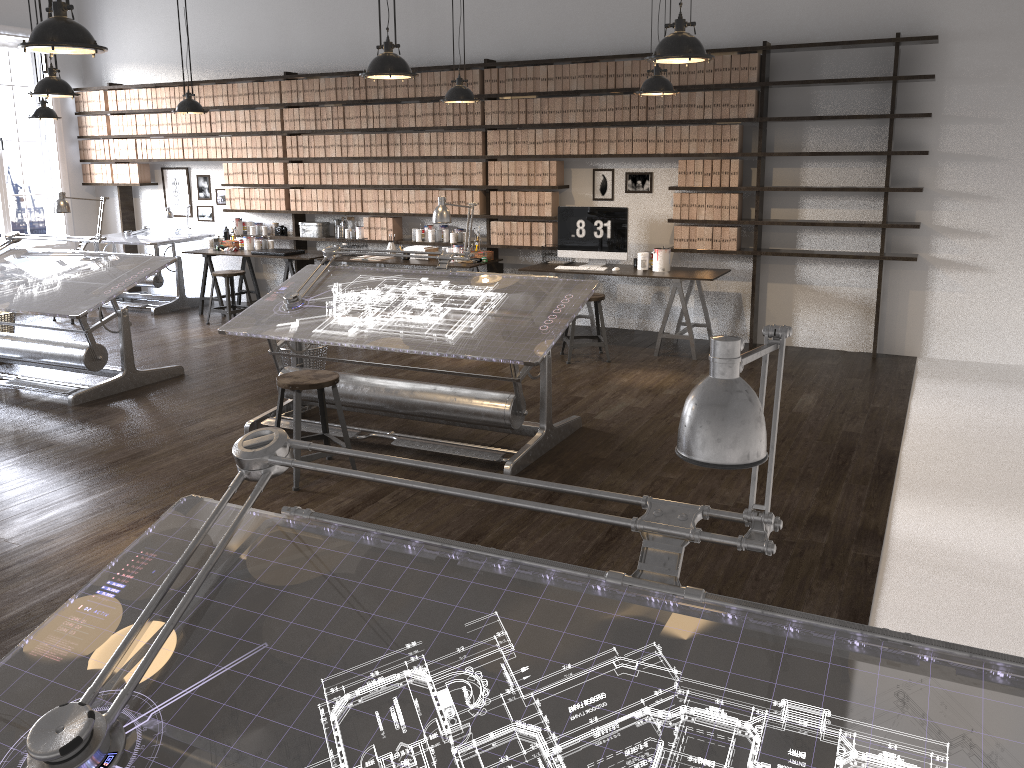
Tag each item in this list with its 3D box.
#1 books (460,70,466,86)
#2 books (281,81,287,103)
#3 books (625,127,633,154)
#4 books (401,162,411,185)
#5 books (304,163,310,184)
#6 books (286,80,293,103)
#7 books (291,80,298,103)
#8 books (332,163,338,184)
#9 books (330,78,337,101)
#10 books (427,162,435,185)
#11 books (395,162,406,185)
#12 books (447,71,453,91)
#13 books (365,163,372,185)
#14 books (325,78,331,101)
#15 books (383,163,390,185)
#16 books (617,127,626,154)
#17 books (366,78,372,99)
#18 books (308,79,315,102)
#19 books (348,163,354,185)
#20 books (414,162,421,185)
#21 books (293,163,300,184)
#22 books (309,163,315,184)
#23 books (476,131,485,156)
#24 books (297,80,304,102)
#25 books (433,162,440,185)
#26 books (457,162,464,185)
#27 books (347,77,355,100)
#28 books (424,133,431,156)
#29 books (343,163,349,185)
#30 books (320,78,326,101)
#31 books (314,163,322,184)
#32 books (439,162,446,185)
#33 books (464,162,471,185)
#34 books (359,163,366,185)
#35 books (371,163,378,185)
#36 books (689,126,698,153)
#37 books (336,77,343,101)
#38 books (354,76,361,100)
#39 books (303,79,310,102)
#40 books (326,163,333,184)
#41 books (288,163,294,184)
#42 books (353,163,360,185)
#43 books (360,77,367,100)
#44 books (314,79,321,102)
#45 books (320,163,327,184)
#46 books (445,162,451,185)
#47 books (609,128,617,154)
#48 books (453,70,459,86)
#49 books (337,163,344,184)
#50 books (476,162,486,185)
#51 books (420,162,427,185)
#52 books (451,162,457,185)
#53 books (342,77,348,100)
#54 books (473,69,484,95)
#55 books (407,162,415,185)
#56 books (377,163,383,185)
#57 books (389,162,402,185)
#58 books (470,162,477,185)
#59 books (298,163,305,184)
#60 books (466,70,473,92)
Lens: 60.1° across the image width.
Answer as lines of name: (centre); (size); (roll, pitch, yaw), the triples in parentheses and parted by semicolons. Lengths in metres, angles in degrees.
books: (-0.417, -2.797, 8.244); (0.067, 0.223, 0.176); (5, 14, 25)
books: (-2.294, -3.010, 9.145); (0.067, 0.223, 0.176); (5, 14, 25)
books: (1.034, -2.103, 7.657); (0.067, 0.223, 0.176); (5, 14, 25)
books: (-1.010, -2.061, 8.699); (0.067, 0.223, 0.176); (5, 14, 25)
books: (-2.081, -2.183, 9.211); (0.067, 0.223, 0.176); (5, 14, 25)
books: (-2.240, -3.002, 9.113); (0.067, 0.223, 0.176); (5, 14, 25)
books: (-2.174, -2.995, 9.082); (0.067, 0.223, 0.176); (5, 14, 25)
books: (-1.760, -2.146, 9.059); (0.067, 0.223, 0.176); (5, 14, 25)
books: (-1.739, -2.946, 8.873); (0.067, 0.223, 0.176); (5, 14, 25)
books: (-0.749, -2.031, 8.573); (0.067, 0.223, 0.176); (5, 14, 25)
books: (-1.079, -2.069, 8.729); (0.067, 0.223, 0.176); (5, 14, 25)
books: (-0.538, -2.810, 8.301); (0.067, 0.223, 0.176); (5, 14, 25)
books: (-1.391, -2.104, 8.880); (0.067, 0.223, 0.176); (5, 14, 25)
books: (-1.797, -2.954, 8.906); (0.067, 0.223, 0.176); (5, 14, 25)
books: (-1.203, -2.081, 8.784); (0.067, 0.223, 0.176); (5, 14, 25)
books: (0.972, -2.110, 7.688); (0.067, 0.223, 0.176); (5, 14, 25)
books: (-1.351, -2.903, 8.693); (0.067, 0.223, 0.176); (5, 14, 25)
books: (-1.982, -2.975, 8.995); (0.067, 0.223, 0.176); (5, 14, 25)
books: (-1.576, -2.125, 8.969); (0.067, 0.223, 0.176); (5, 14, 25)
books: (-0.876, -2.046, 8.634); (0.067, 0.223, 0.176); (5, 14, 25)
books: (-2.204, -2.195, 9.266); (0.067, 0.223, 0.176); (5, 14, 25)
books: (-2.021, -2.176, 9.185); (0.067, 0.223, 0.176); (5, 14, 25)
books: (-0.269, -2.245, 8.284); (0.067, 0.223, 0.176); (5, 14, 25)
books: (-2.108, -2.988, 9.054); (0.067, 0.223, 0.176); (5, 14, 25)
books: (-0.685, -2.024, 8.542); (0.067, 0.223, 0.176); (5, 14, 25)
books: (-0.450, -1.996, 8.424); (0.067, 0.223, 0.176); (5, 14, 25)
books: (-1.550, -2.925, 8.784); (0.067, 0.223, 0.176); (5, 14, 25)
books: (-0.768, -2.301, 8.522); (0.067, 0.223, 0.176); (5, 14, 25)
books: (-1.638, -2.131, 8.994); (0.067, 0.223, 0.176); (5, 14, 25)
books: (-1.854, -2.960, 8.932); (0.067, 0.223, 0.176); (5, 14, 25)
books: (-1.957, -2.168, 9.148); (0.067, 0.223, 0.176); (5, 14, 25)
books: (-0.627, -2.016, 8.508); (0.067, 0.223, 0.176); (5, 14, 25)
books: (-0.386, -1.990, 8.397); (0.067, 0.223, 0.176); (5, 14, 25)
books: (-1.456, -2.111, 8.907); (0.067, 0.223, 0.176); (5, 14, 25)
books: (-1.327, -2.098, 8.852); (0.067, 0.223, 0.176); (5, 14, 25)
books: (1.541, -2.044, 7.411); (0.067, 0.223, 0.176); (5, 14, 25)
books: (-1.676, -2.940, 8.849); (0.067, 0.223, 0.176); (5, 14, 25)
books: (-1.484, -2.918, 8.758); (0.067, 0.223, 0.176); (5, 14, 25)
books: (-2.044, -2.982, 9.027); (0.067, 0.223, 0.176); (5, 14, 25)
books: (-1.825, -2.153, 9.086); (0.067, 0.223, 0.176); (5, 14, 25)
books: (-2.268, -2.204, 9.300); (0.067, 0.223, 0.176); (5, 14, 25)
books: (-1.520, -2.118, 8.940); (0.067, 0.223, 0.176); (5, 14, 25)
books: (-1.420, -2.910, 8.721); (0.067, 0.223, 0.176); (5, 14, 25)
books: (-1.920, -2.967, 8.961); (0.067, 0.223, 0.176); (5, 14, 25)
books: (-1.887, -2.161, 9.120); (0.067, 0.223, 0.176); (5, 14, 25)
books: (-0.565, -2.010, 8.483); (0.067, 0.223, 0.176); (5, 14, 25)
books: (0.908, -2.116, 7.715); (0.067, 0.223, 0.176); (5, 14, 25)
books: (-0.480, -2.802, 8.268); (0.067, 0.223, 0.176); (5, 14, 25)
books: (-1.696, -2.139, 9.028); (0.067, 0.223, 0.176); (5, 14, 25)
books: (-0.267, -1.975, 8.334); (0.067, 0.223, 0.176); (5, 14, 25)
books: (-0.814, -2.038, 8.600); (0.067, 0.223, 0.176); (5, 14, 25)
books: (-0.509, -2.003, 8.454); (0.067, 0.223, 0.176); (5, 14, 25)
books: (-1.612, -2.933, 8.819); (0.067, 0.223, 0.176); (5, 14, 25)
books: (-0.291, -2.781, 8.179); (0.067, 0.223, 0.176); (5, 14, 25)
books: (-0.946, -2.052, 8.662); (0.067, 0.223, 0.176); (5, 14, 25)
books: (-1.267, -2.090, 8.818); (0.067, 0.223, 0.176); (5, 14, 25)
books: (-1.138, -2.074, 8.753); (0.067, 0.223, 0.176); (5, 14, 25)
books: (-0.322, -1.983, 8.369); (0.067, 0.223, 0.176); (5, 14, 25)
books: (-2.140, -2.188, 9.234); (0.067, 0.223, 0.176); (5, 14, 25)
books: (-0.353, -2.789, 8.213); (0.067, 0.223, 0.176); (5, 14, 25)
